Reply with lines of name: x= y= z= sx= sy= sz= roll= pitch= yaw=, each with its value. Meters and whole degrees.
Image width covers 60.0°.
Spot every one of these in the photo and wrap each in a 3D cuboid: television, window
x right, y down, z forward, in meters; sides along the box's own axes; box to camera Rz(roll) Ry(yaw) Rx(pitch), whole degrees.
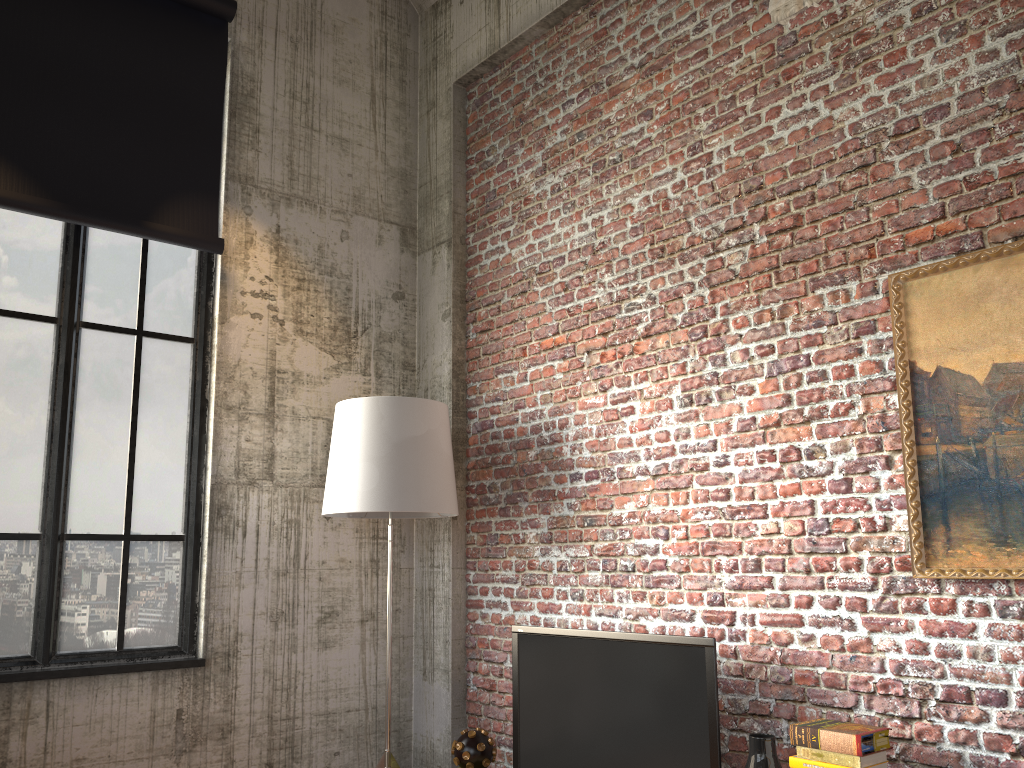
television: x=0.409 y=1.432 z=3.692 sx=1.092 sy=0.789 sz=0.286 roll=-9 pitch=-13 yaw=37
window: x=-2.589 y=-0.405 z=3.979 sx=2.584 sy=3.417 sz=0.051 roll=8 pitch=-13 yaw=-39

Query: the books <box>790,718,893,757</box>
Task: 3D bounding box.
books: x=1.099 y=1.178 z=2.963 sx=0.198 sy=0.065 sz=0.260 roll=8 pitch=-14 yaw=-38

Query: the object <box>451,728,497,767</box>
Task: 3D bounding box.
object: x=-0.184 y=1.780 z=4.294 sx=0.215 sy=0.206 sz=0.217 roll=-9 pitch=-14 yaw=39

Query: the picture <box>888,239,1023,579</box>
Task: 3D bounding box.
picture: x=1.697 y=0.051 z=2.682 sx=0.040 sy=1.058 sz=1.068 roll=7 pitch=-13 yaw=-38

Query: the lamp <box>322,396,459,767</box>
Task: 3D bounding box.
lamp: x=-0.613 y=1.216 z=4.437 sx=0.694 sy=2.231 sz=0.710 roll=2 pitch=-10 yaw=-17

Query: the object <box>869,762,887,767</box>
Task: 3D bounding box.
object: x=1.082 y=1.262 z=2.941 sx=0.178 sy=0.031 sz=0.249 roll=9 pitch=-14 yaw=-38

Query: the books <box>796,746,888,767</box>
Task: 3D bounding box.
books: x=1.096 y=1.227 z=2.947 sx=0.168 sy=0.037 sz=0.232 roll=9 pitch=-14 yaw=-38

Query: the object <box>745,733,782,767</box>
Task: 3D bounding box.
object: x=0.904 y=1.491 z=3.159 sx=0.268 sy=0.453 sz=0.269 roll=1 pitch=-10 yaw=-8

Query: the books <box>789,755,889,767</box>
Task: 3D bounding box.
books: x=1.083 y=1.262 z=2.940 sx=0.183 sy=0.034 sz=0.254 roll=9 pitch=-14 yaw=-38

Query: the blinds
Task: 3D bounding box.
blinds: x=-2.492 y=-1.536 z=4.028 sx=2.448 sy=1.456 sz=0.151 roll=8 pitch=-13 yaw=-38
